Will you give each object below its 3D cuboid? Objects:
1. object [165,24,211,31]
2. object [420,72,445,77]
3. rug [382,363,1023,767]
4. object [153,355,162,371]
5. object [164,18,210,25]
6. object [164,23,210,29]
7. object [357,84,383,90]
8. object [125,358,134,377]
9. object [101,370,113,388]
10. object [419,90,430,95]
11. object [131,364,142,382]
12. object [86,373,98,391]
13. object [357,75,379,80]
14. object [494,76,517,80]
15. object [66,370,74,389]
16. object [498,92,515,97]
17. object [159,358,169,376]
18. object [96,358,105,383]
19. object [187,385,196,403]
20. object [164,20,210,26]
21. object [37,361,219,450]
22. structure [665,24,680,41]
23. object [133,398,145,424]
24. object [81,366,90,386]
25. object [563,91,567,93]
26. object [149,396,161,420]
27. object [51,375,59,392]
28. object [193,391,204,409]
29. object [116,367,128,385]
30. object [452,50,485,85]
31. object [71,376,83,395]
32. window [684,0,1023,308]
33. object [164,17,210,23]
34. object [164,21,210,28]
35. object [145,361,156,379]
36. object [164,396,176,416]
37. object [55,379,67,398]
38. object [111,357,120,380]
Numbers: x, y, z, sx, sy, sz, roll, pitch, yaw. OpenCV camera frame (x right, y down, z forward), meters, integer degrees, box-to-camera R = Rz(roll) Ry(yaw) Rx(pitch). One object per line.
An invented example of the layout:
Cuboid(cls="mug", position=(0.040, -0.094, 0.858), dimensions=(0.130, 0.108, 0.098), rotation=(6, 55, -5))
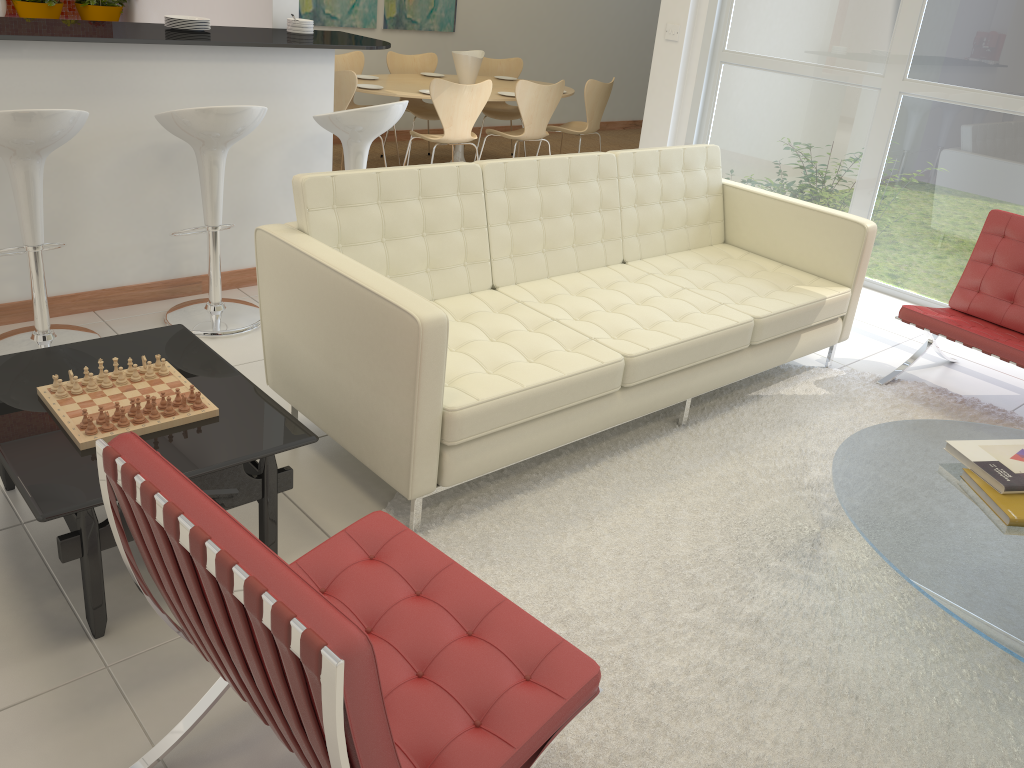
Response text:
Cuboid(cls="object", position=(-1.568, -1.721, 4.281), dimensions=(0.210, 0.015, 0.215), rotation=(6, 25, 0))
Cuboid(cls="object", position=(-0.687, -2.668, 7.648), dimensions=(0.210, 0.015, 0.214), rotation=(-6, 27, -24))
Cuboid(cls="rug", position=(1.029, 0.497, 2.951), dimensions=(3.350, 0.004, 2.478), rotation=(-15, 32, -38))
Cuboid(cls="object", position=(-1.042, -0.064, 2.609), dimensions=(0.030, 0.043, 0.030), rotation=(-10, 28, -33))
Cuboid(cls="object", position=(-1.565, -1.746, 4.271), dimensions=(0.210, 0.015, 0.215), rotation=(6, 25, 0))
Cuboid(cls="object", position=(-1.567, -1.727, 4.279), dimensions=(0.210, 0.015, 0.215), rotation=(6, 25, 0))
Cuboid(cls="object", position=(-1.059, -2.199, 6.556), dimensions=(0.210, 0.015, 0.214), rotation=(-3, 27, -20))
Cuboid(cls="object", position=(-1.101, -0.051, 2.555), dimensions=(0.030, 0.054, 0.030), rotation=(-10, 28, -33))
Cuboid(cls="object", position=(-1.135, -0.016, 2.478), dimensions=(0.030, 0.049, 0.030), rotation=(-10, 28, -33))
Cuboid(cls="object", position=(-0.591, -2.174, 6.610), dimensions=(0.210, 0.015, 0.215), rotation=(-1, 26, -16))
Cuboid(cls="object", position=(-1.075, -0.034, 2.529), dimensions=(0.030, 0.049, 0.030), rotation=(-10, 28, -33))
Cuboid(cls="object", position=(-1.165, -0.008, 2.453), dimensions=(0.030, 0.049, 0.030), rotation=(-10, 28, -33))
Cuboid(cls="object", position=(-1.165, -2.438, 7.045), dimensions=(0.210, 0.015, 0.214), rotation=(-3, 27, -20))
Cuboid(cls="object", position=(-0.057, -2.749, 7.967), dimensions=(0.211, 0.015, 0.213), rotation=(17, 27, 22))
Cuboid(cls="object", position=(-1.221, -0.015, 2.453), dimensions=(0.030, 0.051, 0.030), rotation=(24, 29, 35))
Cuboid(cls="object", position=(-0.009, -2.272, 6.955), dimensions=(0.210, 0.015, 0.214), rotation=(7, 25, 2))
Cuboid(cls="object", position=(-1.016, -0.051, 2.581), dimensions=(0.030, 0.049, 0.030), rotation=(-10, 28, -33))
Cuboid(cls="object", position=(-1.160, -0.041, 2.501), dimensions=(0.030, 0.068, 0.030), rotation=(-10, 28, -33))
Cuboid(cls="object", position=(-0.884, 0.025, 2.447), dimensions=(0.030, 0.049, 0.030), rotation=(-10, 28, -33))
Cuboid(cls="object", position=(-1.566, -1.740, 4.274), dimensions=(0.210, 0.015, 0.215), rotation=(6, 25, 0))
Cuboid(cls="object", position=(-1.058, 0.048, 2.437), dimensions=(0.363, 0.021, 0.365), rotation=(-16, 33, -39))
Cuboid(cls="structure", position=(1.119, -2.455, 6.180), dimensions=(0.013, 0.102, 0.115), rotation=(-14, 31, -39))
Cuboid(cls="object", position=(-0.976, 0.067, 2.314), dimensions=(0.030, 0.068, 0.030), rotation=(-10, 28, -33))
Cuboid(cls="object", position=(-1.191, -0.025, 2.478), dimensions=(0.030, 0.054, 0.030), rotation=(-10, 28, -33))
Cuboid(cls="object", position=(0.355, -2.464, 7.451), dimensions=(0.211, 0.015, 0.214), rotation=(11, 25, 10))
Cuboid(cls="object", position=(-0.946, 0.060, 2.340), dimensions=(0.030, 0.063, 0.030), rotation=(-10, 28, -33))
Cuboid(cls="object", position=(-1.251, -0.003, 2.429), dimensions=(0.030, 0.043, 0.030), rotation=(-10, 28, -33))
Cuboid(cls="object", position=(-0.858, 0.043, 2.421), dimensions=(0.030, 0.043, 0.030), rotation=(-10, 28, -33))
Cuboid(cls="object", position=(-1.105, -0.025, 2.504), dimensions=(0.030, 0.049, 0.030), rotation=(-10, 28, -33))
Cuboid(cls="object", position=(-0.365, -2.570, 7.206), dimensions=(0.271, 0.274, 0.267), rotation=(3, 24, -8))
Cuboid(cls="object", position=(-1.195, 0.001, 2.427), dimensions=(0.030, 0.049, 0.030), rotation=(-10, 28, -33))
Cuboid(cls="window", position=(2.495, -1.765, 5.000), dimensions=(0.122, 2.658, 3.481), rotation=(-14, 31, -39))
Cuboid(cls="object", position=(-1.564, -1.752, 4.268), dimensions=(0.210, 0.015, 0.215), rotation=(6, 25, 0))
Cuboid(cls="object", position=(-1.567, -1.733, 4.276), dimensions=(0.210, 0.015, 0.215), rotation=(6, 25, 0))
Cuboid(cls="object", position=(-1.045, -0.043, 2.555), dimensions=(0.030, 0.049, 0.030), rotation=(-10, 28, -33))
Cuboid(cls="object", position=(-0.917, 0.056, 2.368), dimensions=(0.030, 0.054, 0.030), rotation=(-10, 28, -33))
Cuboid(cls="object", position=(-1.224, 0.010, 2.401), dimensions=(0.030, 0.049, 0.030), rotation=(-10, 28, -33))
Cuboid(cls="object", position=(-1.131, -0.047, 2.528), dimensions=(0.030, 0.063, 0.030), rotation=(-10, 28, -33))
